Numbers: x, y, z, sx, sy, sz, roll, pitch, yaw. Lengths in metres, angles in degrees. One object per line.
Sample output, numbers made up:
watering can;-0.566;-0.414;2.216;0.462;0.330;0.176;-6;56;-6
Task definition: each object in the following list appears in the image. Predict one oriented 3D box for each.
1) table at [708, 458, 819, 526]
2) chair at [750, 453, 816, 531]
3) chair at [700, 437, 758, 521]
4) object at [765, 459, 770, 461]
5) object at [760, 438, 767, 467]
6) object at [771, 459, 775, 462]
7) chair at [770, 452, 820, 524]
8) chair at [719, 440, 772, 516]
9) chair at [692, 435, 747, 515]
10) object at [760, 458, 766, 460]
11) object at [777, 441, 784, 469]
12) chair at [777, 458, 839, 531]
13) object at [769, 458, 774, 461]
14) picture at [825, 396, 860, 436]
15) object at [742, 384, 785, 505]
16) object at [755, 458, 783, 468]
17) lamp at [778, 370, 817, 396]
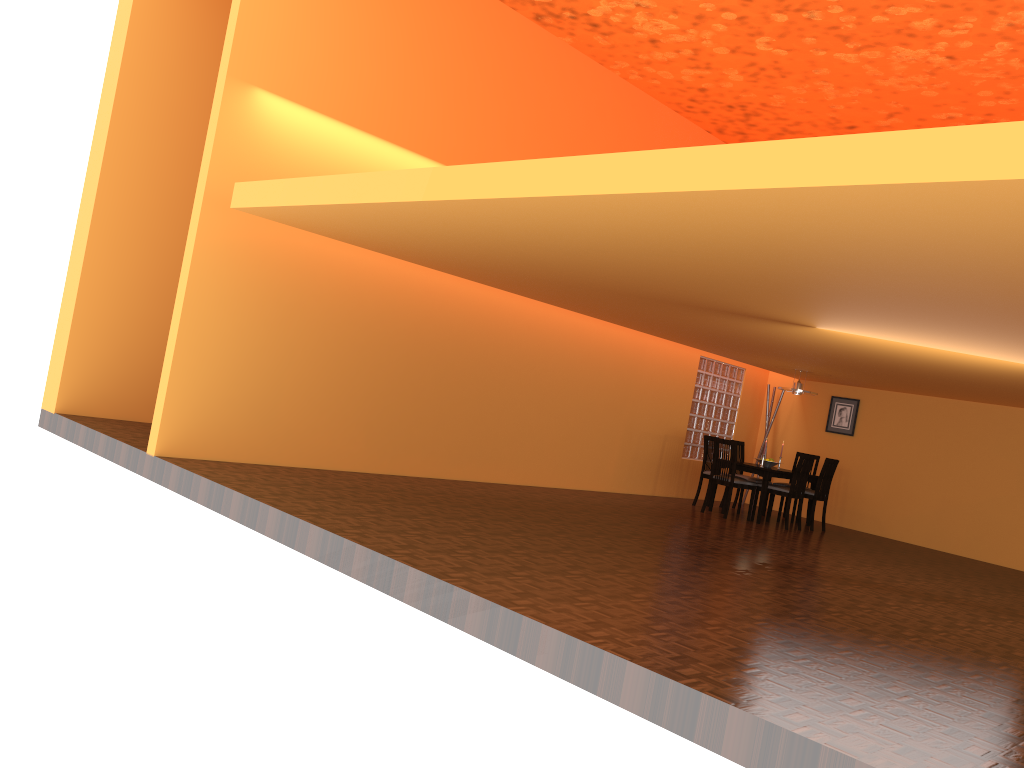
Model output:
table;2.796;1.212;9.809;0.697;0.584;1.259;10;-1;45
chair;2.868;1.106;9.361;0.465;0.809;0.373;10;-1;45
chair;2.296;0.999;9.316;0.465;0.809;0.373;11;-1;-40
object;2.794;0.842;9.702;0.046;0.046;0.055;10;-1;28
object;2.718;0.732;9.551;0.044;0.326;0.044;10;-1;33
object;2.876;0.870;9.767;0.055;0.070;0.066;10;-1;26
chair;3.313;1.199;10.349;0.373;0.809;0.465;10;-1;40
chair;2.732;1.091;10.311;0.465;0.809;0.373;10;-1;45
chair;2.333;1.012;9.901;0.465;0.809;0.373;10;-1;45
object;2.781;0.860;9.794;0.087;0.076;0.089;11;-1;-39
object;3.033;0.795;9.994;0.044;0.326;0.044;10;-1;33
chair;3.266;1.184;9.770;0.465;0.809;0.373;10;-1;45
object;2.873;0.857;9.846;0.069;0.066;0.069;11;-1;-35
picture;4.079;0.394;10.947;0.361;0.456;0.014;10;-1;45
object;3.237;0.802;11.336;0.226;1.589;0.308;11;-1;-23
object;2.818;0.882;9.792;0.337;0.072;0.337;10;-1;11
lamp;3.252;-0.016;10.049;0.435;0.274;0.435;11;-1;-23
